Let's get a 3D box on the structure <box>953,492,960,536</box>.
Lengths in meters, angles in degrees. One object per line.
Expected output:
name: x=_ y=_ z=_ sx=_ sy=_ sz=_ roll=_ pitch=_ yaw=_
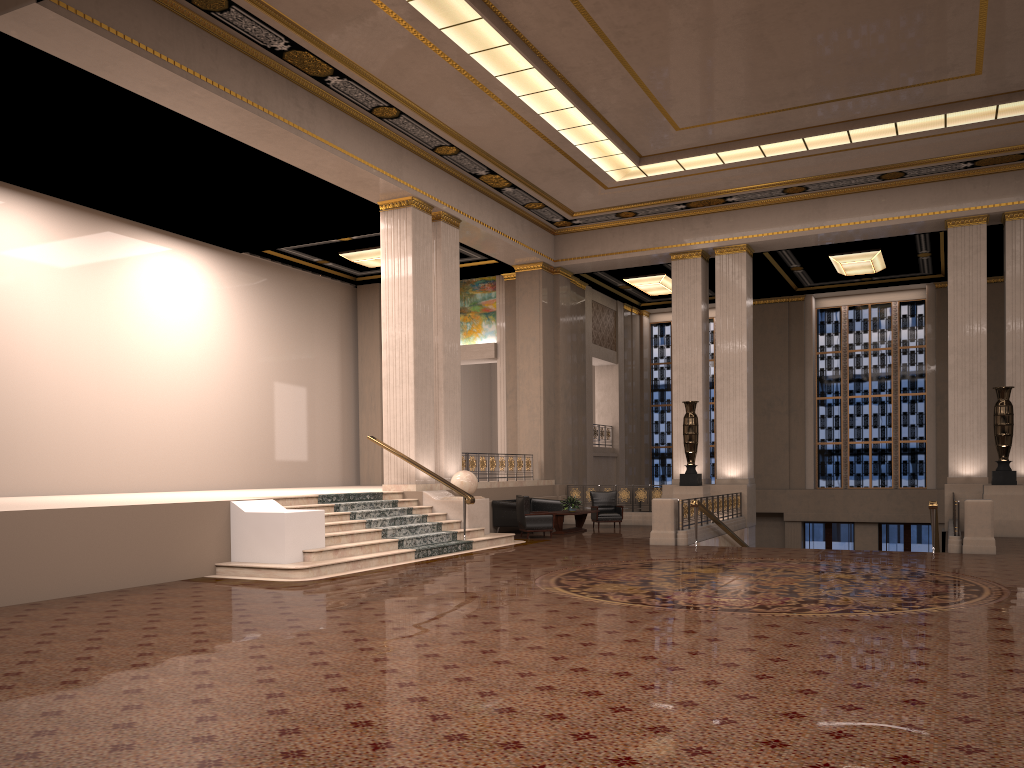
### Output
structure: x=7.815 y=2.249 z=15.574 sx=0.079 sy=0.536 sz=4.949 roll=0 pitch=-5 yaw=26

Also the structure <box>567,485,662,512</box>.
structure: x=2.506 y=2.780 z=21.427 sx=2.538 sy=0.655 sz=0.032 roll=-3 pitch=0 yaw=26

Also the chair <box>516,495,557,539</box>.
chair: x=0.452 y=2.608 z=17.357 sx=0.717 sy=0.845 sz=0.649 roll=0 pitch=-2 yaw=-14

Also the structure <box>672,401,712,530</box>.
structure: x=3.902 y=1.776 z=19.164 sx=0.700 sy=2.792 sz=0.699 roll=0 pitch=1 yaw=26

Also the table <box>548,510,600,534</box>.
table: x=1.220 y=2.940 z=18.766 sx=0.840 sy=0.435 sz=1.479 roll=-3 pitch=-6 yaw=26

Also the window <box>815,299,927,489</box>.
window: x=10.386 y=0.355 z=25.550 sx=2.989 sy=5.366 sz=0.069 roll=-1 pitch=1 yaw=26

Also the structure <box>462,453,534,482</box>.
structure: x=-0.316 y=1.856 z=19.580 sx=0.032 sy=0.624 sz=3.703 roll=0 pitch=-5 yaw=26

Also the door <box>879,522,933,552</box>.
door: x=11.118 y=5.226 z=24.769 sx=1.492 sy=2.728 sz=0.155 roll=-1 pitch=1 yaw=26

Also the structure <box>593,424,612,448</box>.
structure: x=2.502 y=1.499 z=25.371 sx=0.031 sy=0.667 sz=2.160 roll=0 pitch=-4 yaw=26

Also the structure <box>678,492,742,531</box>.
structure: x=4.022 y=2.478 z=17.452 sx=0.079 sy=0.536 sz=4.948 roll=0 pitch=-5 yaw=27

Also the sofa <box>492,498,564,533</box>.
sofa: x=0.397 y=2.855 z=19.175 sx=0.876 sy=0.706 sz=1.927 roll=-2 pitch=-5 yaw=26

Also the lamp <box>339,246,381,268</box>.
lamp: x=-3.044 y=-2.997 z=20.850 sx=1.718 sy=0.214 sz=1.171 roll=-3 pitch=-6 yaw=26

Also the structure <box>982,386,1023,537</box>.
structure: x=9.215 y=1.456 z=16.532 sx=0.700 sy=2.792 sz=0.699 roll=0 pitch=1 yaw=26

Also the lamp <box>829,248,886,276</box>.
lamp: x=8.685 y=-3.005 z=22.093 sx=1.169 sy=0.214 sz=2.021 roll=-3 pitch=-6 yaw=26

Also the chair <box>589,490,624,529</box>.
chair: x=2.161 y=2.868 z=20.172 sx=0.647 sy=0.845 sz=0.719 roll=0 pitch=-2 yaw=-9

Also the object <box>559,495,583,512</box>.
object: x=1.254 y=2.516 z=18.612 sx=0.524 sy=0.376 sz=0.503 roll=1 pitch=-4 yaw=-31

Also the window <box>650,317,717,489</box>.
window: x=5.814 y=0.631 z=27.815 sx=2.989 sy=5.366 sz=0.069 roll=-1 pitch=1 yaw=26

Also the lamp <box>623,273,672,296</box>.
lamp: x=3.972 y=-2.721 z=24.428 sx=1.169 sy=0.214 sz=2.021 roll=-3 pitch=-6 yaw=26

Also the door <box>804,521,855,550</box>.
door: x=9.247 y=5.339 z=25.696 sx=1.492 sy=2.728 sz=0.155 roll=-1 pitch=1 yaw=26
